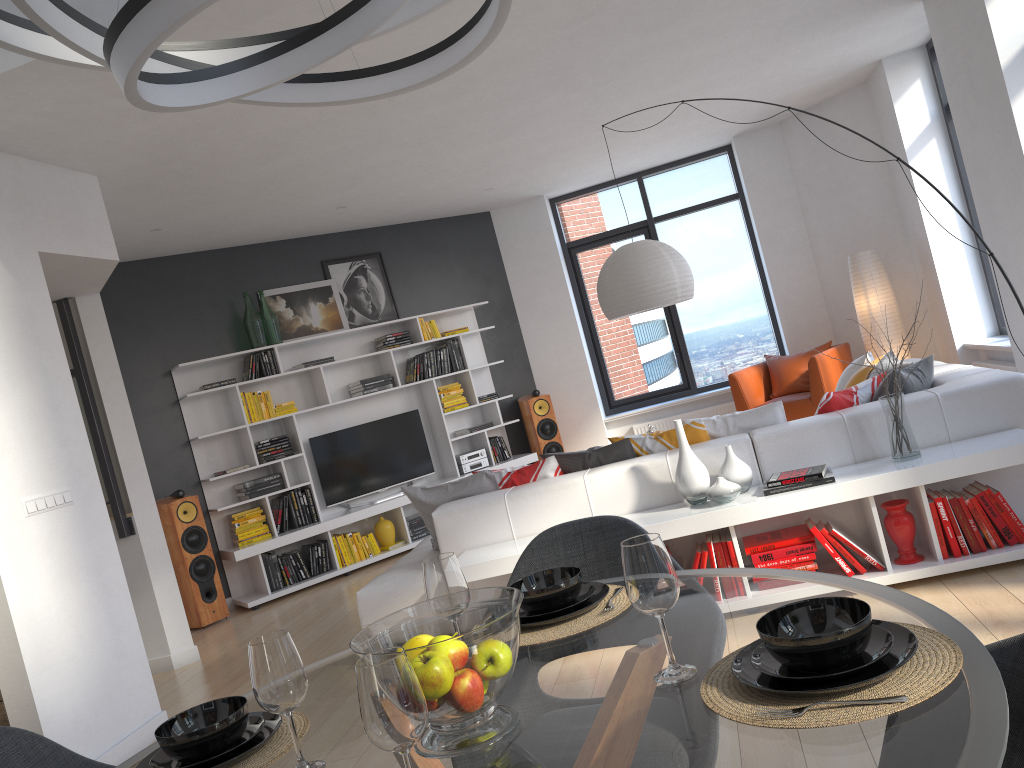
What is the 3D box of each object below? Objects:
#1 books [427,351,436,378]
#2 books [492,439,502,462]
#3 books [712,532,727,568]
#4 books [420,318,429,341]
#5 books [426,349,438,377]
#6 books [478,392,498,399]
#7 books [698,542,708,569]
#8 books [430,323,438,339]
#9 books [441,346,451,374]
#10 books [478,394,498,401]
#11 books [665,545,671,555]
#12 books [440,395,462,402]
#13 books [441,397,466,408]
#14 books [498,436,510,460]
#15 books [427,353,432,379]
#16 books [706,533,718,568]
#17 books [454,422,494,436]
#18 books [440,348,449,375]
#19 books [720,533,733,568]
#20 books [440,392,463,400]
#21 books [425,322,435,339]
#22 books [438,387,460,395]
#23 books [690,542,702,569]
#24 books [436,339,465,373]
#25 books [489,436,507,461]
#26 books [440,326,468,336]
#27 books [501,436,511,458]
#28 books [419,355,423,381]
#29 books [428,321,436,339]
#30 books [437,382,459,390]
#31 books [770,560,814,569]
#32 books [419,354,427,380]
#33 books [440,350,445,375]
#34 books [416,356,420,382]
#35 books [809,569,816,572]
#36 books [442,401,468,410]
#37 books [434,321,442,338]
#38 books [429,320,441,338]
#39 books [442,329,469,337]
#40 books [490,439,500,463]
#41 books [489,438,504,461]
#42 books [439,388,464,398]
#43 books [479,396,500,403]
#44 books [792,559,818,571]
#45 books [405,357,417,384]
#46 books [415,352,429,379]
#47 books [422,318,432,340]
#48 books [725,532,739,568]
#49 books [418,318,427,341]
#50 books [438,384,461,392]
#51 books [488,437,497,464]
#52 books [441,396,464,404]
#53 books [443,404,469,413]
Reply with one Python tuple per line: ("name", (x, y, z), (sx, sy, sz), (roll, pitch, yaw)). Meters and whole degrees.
("books", (-0.799, -0.173, 8.434), (0.084, 0.249, 0.191), (-15, 1, -33))
("books", (-0.191, 0.657, 8.671), (0.049, 0.236, 0.170), (-15, 1, -32))
("books", (0.954, 0.822, 4.012), (0.038, 0.270, 0.215), (-15, 1, 12))
("books", (-0.872, -0.503, 8.408), (0.041, 0.224, 0.163), (-15, 1, -35))
("books", (-0.773, -0.184, 8.453), (0.066, 0.260, 0.197), (-15, 1, -33))
("books", (-0.268, 0.122, 8.708), (0.213, 0.023, 0.161), (-15, 1, -30))
("books", (0.858, 0.859, 4.017), (0.115, 0.245, 0.192), (-15, 1, 12))
("books", (-0.765, -0.498, 8.436), (0.046, 0.161, 0.108), (-15, 1, -34))
("books", (-0.656, -0.216, 8.528), (0.066, 0.260, 0.197), (-15, 1, -33))
("books", (-0.257, 0.139, 8.695), (0.198, 0.015, 0.142), (-15, 1, -35))
("books", (0.599, 0.806, 4.085), (0.266, 0.026, 0.187), (-15, 1, 6))
("books", (-0.611, 0.143, 8.527), (0.217, 0.023, 0.145), (-15, 1, -29))
("books", (-0.593, 0.186, 8.539), (0.243, 0.042, 0.189), (-15, 1, -33))
("books", (-0.124, 0.635, 8.711), (0.066, 0.242, 0.177), (-15, 1, -33))
("books", (-0.826, -0.160, 8.410), (0.068, 0.243, 0.179), (-15, 1, -34))
("books", (0.914, 0.828, 4.004), (0.046, 0.282, 0.199), (-15, 1, 12))
("books", (-0.368, 0.436, 8.630), (0.310, 0.047, 0.250), (-15, 1, -37))
("books", (-0.682, -0.204, 8.509), (0.084, 0.249, 0.191), (-15, 1, -33))
("books", (0.982, 0.818, 3.996), (0.028, 0.266, 0.188), (-15, 1, 12))
("books", (-0.615, 0.123, 8.548), (0.239, 0.019, 0.171), (-15, 1, -33))
("books", (-0.809, -0.496, 8.430), (0.054, 0.180, 0.132), (-15, 1, -33))
("books", (-0.626, 0.071, 8.550), (0.227, 0.022, 0.160), (-15, 1, -17))
("books", (0.820, 0.868, 4.033), (0.144, 0.247, 0.188), (-15, 1, 12))
("books", (-0.599, -0.258, 8.604), (0.128, 0.321, 0.259), (-15, 1, -33))
("books", (-0.154, 0.637, 8.702), (0.066, 0.255, 0.193), (-15, 1, -33))
("books", (-0.583, -0.506, 8.628), (0.257, 0.024, 0.203), (-15, 1, -30))
("books", (-0.113, 0.636, 8.756), (0.077, 0.233, 0.179), (-15, 1, -33))
("books", (-0.889, -0.139, 8.358), (0.081, 0.233, 0.169), (-15, 1, -34))
("books", (-0.789, -0.501, 8.435), (0.044, 0.178, 0.128), (-15, 1, -33))
("books", (-0.649, 0.028, 8.564), (0.223, 0.023, 0.163), (-15, 1, -29))
("books", (1.213, 0.795, 3.958), (0.236, 0.023, 0.178), (-15, 1, 12))
("books", (-0.855, -0.151, 8.366), (0.069, 0.242, 0.172), (-15, 1, -32))
("books", (-0.706, -0.195, 8.479), (0.071, 0.243, 0.179), (-15, 1, -34))
("books", (-0.922, -0.130, 8.352), (0.096, 0.234, 0.187), (-15, 1, -33))
("books", (1.218, 0.844, 3.961), (0.266, 0.026, 0.187), (-15, 1, 18))
("books", (-0.583, 0.218, 8.535), (0.257, 0.024, 0.203), (-15, 1, -30))
("books", (-0.743, -0.517, 8.480), (0.044, 0.184, 0.142), (-15, 1, -32))
("books", (-0.757, -0.513, 8.461), (0.064, 0.184, 0.141), (-15, 1, -32))
("books", (-0.570, -0.483, 8.623), (0.257, 0.028, 0.194), (-15, 1, -28))
("books", (-0.214, 0.662, 8.663), (0.053, 0.240, 0.189), (-15, 1, -33))
("books", (-0.170, 0.647, 8.676), (0.050, 0.242, 0.169), (-15, 1, -33))
("books", (-0.612, 0.096, 8.552), (0.239, 0.033, 0.176), (-15, 1, -30))
("books", (-0.250, 0.157, 8.693), (0.213, 0.023, 0.161), (-15, 1, -30))
("books", (1.222, 0.816, 3.966), (0.257, 0.025, 0.182), (-15, 1, 12))
("books", (-0.947, -0.124, 8.330), (0.104, 0.234, 0.182), (-15, 1, -33))
("books", (-0.853, -0.160, 8.400), (0.075, 0.254, 0.192), (-15, 1, -34))
("books", (-0.852, -0.508, 8.431), (0.054, 0.224, 0.164), (-15, 1, -34))
("books", (1.004, 0.810, 3.976), (0.028, 0.269, 0.181), (-15, 1, 12))
("books", (-0.881, -0.502, 8.380), (0.041, 0.229, 0.161), (-15, 1, -34))
("books", (-0.623, 0.046, 8.551), (0.223, 0.023, 0.163), (-15, 1, -29))
("books", (-0.246, 0.655, 8.649), (0.053, 0.268, 0.202), (-15, 1, -33))
("books", (-0.609, 0.161, 8.549), (0.251, 0.014, 0.189), (-15, 1, -30))
("books", (-0.569, 0.241, 8.530), (0.257, 0.028, 0.194), (-15, 1, -28))
